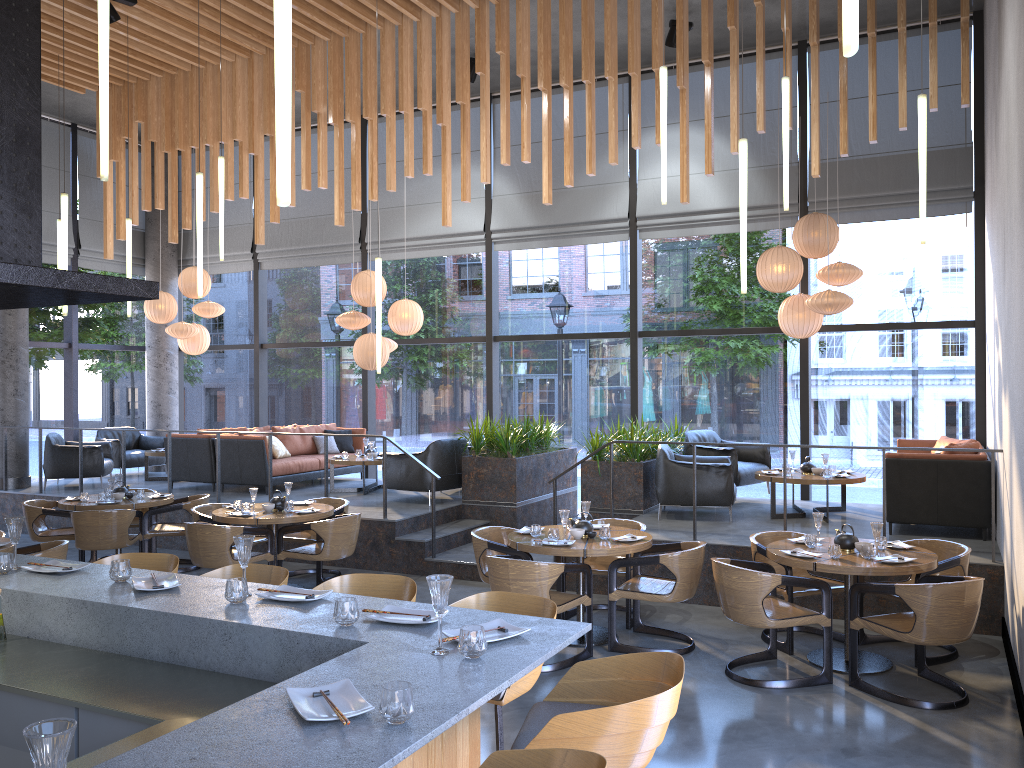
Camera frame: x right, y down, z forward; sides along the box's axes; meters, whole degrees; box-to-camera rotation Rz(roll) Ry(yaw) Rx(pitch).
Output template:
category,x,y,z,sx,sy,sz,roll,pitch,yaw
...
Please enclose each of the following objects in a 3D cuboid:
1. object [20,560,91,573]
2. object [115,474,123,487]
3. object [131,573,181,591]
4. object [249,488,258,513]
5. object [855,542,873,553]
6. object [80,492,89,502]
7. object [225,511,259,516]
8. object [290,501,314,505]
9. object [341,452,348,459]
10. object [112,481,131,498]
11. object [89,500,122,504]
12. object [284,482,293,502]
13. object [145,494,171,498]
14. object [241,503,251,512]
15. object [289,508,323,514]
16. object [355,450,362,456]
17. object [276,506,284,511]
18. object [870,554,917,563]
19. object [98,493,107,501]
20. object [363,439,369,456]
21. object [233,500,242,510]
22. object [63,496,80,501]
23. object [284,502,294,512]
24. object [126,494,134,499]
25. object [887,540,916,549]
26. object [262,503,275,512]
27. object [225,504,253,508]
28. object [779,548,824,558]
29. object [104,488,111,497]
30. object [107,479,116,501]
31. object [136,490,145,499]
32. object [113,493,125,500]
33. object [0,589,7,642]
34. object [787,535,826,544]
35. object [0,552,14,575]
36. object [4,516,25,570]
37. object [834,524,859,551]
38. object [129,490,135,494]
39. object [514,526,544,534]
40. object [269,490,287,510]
category,x,y,z,sx,sy,sz,roll,pitch,yaw
object,-2.027,0.807,3.904,0.294,0.025,0.170,0,0,24
object,-4.167,1.069,9.403,0.082,0.227,0.082,0,0,8
object,-1.445,0.803,3.594,0.170,0.025,0.294,0,0,-27
object,-2.341,1.057,8.036,0.082,0.227,0.082,0,0,-4
object,2.377,1.110,5.992,0.116,0.065,0.116,0,0,-39
object,-4.311,1.141,8.942,0.086,0.086,0.086,0,0,-33
object,-2.432,1.160,7.919,0.294,0.025,0.170,0,0,23
object,-2.097,1.158,8.632,0.294,0.025,0.170,0,0,11
object,-2.146,0.917,11.384,0.086,0.086,0.086,0,0,30
object,-4.068,1.093,9.212,0.163,0.179,0.168,0,0,-8
object,-4.021,1.170,8.765,0.294,0.025,0.170,0,0,-16
object,-2.145,1.057,8.506,0.082,0.227,0.082,0,0,-31
object,-3.679,1.168,9.207,0.170,0.025,0.294,0,0,7
object,-2.419,1.129,8.070,0.086,0.086,0.086,0,0,-39
object,-1.888,1.157,8.047,0.294,0.025,0.170,0,0,-44
object,-2.035,0.917,11.768,0.086,0.086,0.086,0,0,-26
object,-2.129,1.150,8.164,0.080,0.042,0.080,0,0,-40
object,2.431,1.129,5.690,0.294,0.025,0.170,0,0,-26
object,-4.106,1.139,8.892,0.086,0.086,0.086,0,0,12
object,-1.947,0.846,11.826,0.082,0.227,0.082,0,0,8
object,-2.546,1.130,8.239,0.086,0.086,0.086,0,0,-39
object,-4.467,1.173,9.046,0.170,0.025,0.294,0,0,-16
object,-2.039,1.127,8.110,0.086,0.086,0.086,0,0,-16
object,-3.940,1.161,9.147,0.080,0.042,0.080,0,0,11
object,2.689,1.128,6.186,0.170,0.025,0.294,0,0,-4
object,-2.239,1.139,8.156,0.116,0.065,0.116,0,0,-12
object,-2.602,1.161,8.418,0.170,0.025,0.294,0,0,23
object,1.942,1.132,5.888,0.170,0.025,0.294,0,0,-26
object,-4.255,1.141,9.346,0.086,0.086,0.086,0,0,-26
object,-4.024,1.068,8.914,0.082,0.227,0.082,0,0,-43
object,-3.836,1.138,9.162,0.086,0.086,0.086,0,0,35
object,-4.021,1.150,9.071,0.116,0.065,0.116,0,0,-6
object,-1.993,0.895,3.423,0.076,0.203,0.042,0,0,-31
object,2.111,1.132,6.410,0.294,0.025,0.170,0,0,-38
object,-2.202,0.777,3.829,0.086,0.086,0.086,0,0,26
object,-2.207,0.706,3.938,0.082,0.227,0.082,0,0,-29
object,2.306,1.053,6.121,0.168,0.179,0.163,0,0,30
object,-4.209,1.172,9.530,0.294,0.025,0.170,0,0,-28
object,0.124,1.144,6.888,0.170,0.025,0.294,0,0,23
object,-2.188,1.081,8.292,0.163,0.179,0.168,0,0,-10
